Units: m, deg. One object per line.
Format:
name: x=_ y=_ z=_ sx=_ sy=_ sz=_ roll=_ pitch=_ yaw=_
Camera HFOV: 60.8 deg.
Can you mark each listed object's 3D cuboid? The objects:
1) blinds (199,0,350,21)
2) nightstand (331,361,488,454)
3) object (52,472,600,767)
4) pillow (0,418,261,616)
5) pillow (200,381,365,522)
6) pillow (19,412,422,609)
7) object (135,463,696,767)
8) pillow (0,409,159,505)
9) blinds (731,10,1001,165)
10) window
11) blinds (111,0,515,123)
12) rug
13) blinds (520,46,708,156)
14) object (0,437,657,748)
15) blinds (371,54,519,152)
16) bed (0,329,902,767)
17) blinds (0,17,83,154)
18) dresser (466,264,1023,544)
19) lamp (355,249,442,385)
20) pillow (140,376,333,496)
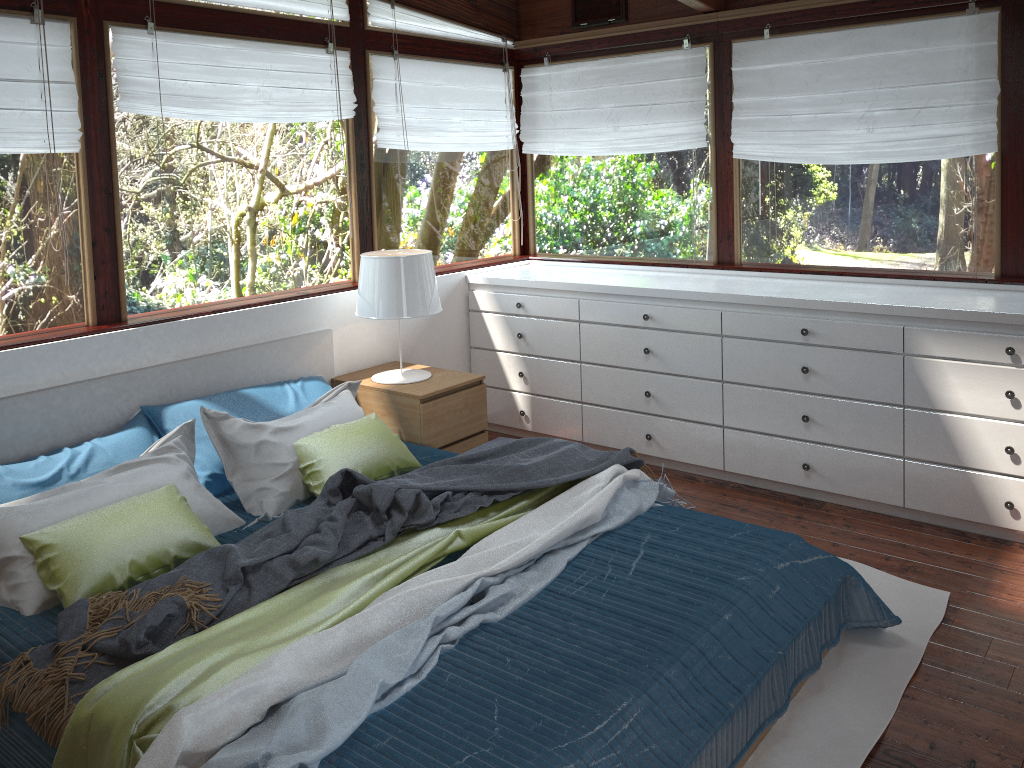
blinds: x=-1.198 y=-1.811 z=3.868 sx=0.032 sy=0.270 sz=1.266 roll=1 pitch=13 yaw=38
nightstand: x=-0.482 y=0.233 z=4.117 sx=0.612 sy=0.532 sz=0.435 roll=6 pitch=11 yaw=38
object: x=-0.296 y=0.677 z=2.564 sx=0.493 sy=0.437 sz=2.150 roll=4 pitch=15 yaw=34
pillow: x=-1.278 y=0.410 z=2.779 sx=0.474 sy=0.352 sz=0.891 roll=5 pitch=14 yaw=33
pillow: x=-0.764 y=0.197 z=3.405 sx=0.361 sy=0.383 sz=0.871 roll=4 pitch=13 yaw=32
pillow: x=-0.881 y=0.366 z=2.964 sx=0.313 sy=0.215 sz=1.406 roll=6 pitch=16 yaw=37
object: x=-0.035 y=0.677 z=2.308 sx=0.538 sy=0.368 sz=2.202 roll=5 pitch=15 yaw=33
pillow: x=-1.551 y=0.346 z=2.933 sx=0.349 sy=0.322 sz=0.931 roll=5 pitch=14 yaw=36
blinds: x=1.617 y=-1.362 z=4.130 sx=1.235 sy=0.633 sz=0.054 roll=8 pitch=9 yaw=38
window: x=1.653 y=-0.646 z=0.899 sx=8.360 sy=1.896 sz=5.370 roll=9 pitch=17 yaw=38
blinds: x=-0.761 y=-1.636 z=4.408 sx=0.054 sy=0.642 sz=2.612 roll=1 pitch=12 yaw=38
rug: x=-0.029 y=0.871 z=2.437 sx=1.813 sy=0.048 sz=2.765 roll=9 pitch=18 yaw=37
blinds: x=0.541 y=-1.583 z=4.980 sx=1.251 sy=0.546 sz=0.054 roll=8 pitch=9 yaw=38
object: x=-0.438 y=0.487 z=2.729 sx=2.158 sy=0.398 sz=0.635 roll=-14 pitch=17 yaw=-42
blinds: x=-0.336 y=-1.570 z=4.947 sx=0.053 sy=0.497 sz=1.200 roll=1 pitch=12 yaw=38
bed: x=-0.428 y=0.468 z=2.704 sx=2.594 sy=0.754 sz=2.179 roll=9 pitch=17 yaw=39
blinds: x=-2.023 y=-0.991 z=2.827 sx=0.055 sy=0.485 sz=1.259 roll=1 pitch=12 yaw=38
dresser: x=1.138 y=-0.039 z=4.204 sx=3.138 sy=0.865 sz=0.626 roll=9 pitch=12 yaw=38
lamp: x=-0.527 y=-0.321 z=4.076 sx=0.407 sy=0.579 sz=0.413 roll=2 pitch=8 yaw=30
pillow: x=-1.014 y=0.166 z=3.607 sx=0.368 sy=0.312 sz=0.939 roll=5 pitch=15 yaw=35
